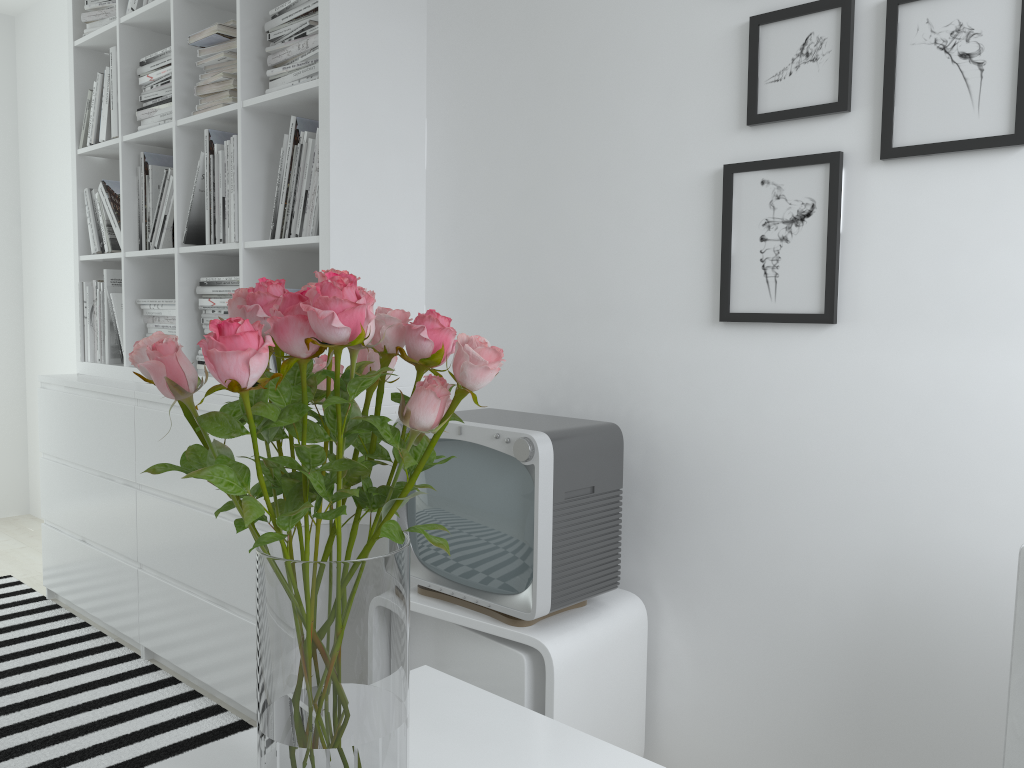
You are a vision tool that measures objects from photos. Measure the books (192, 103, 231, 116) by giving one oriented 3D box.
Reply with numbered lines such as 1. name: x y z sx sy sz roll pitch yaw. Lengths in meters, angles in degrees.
1. books: -0.779 -0.794 2.654 0.182 0.016 0.288 5 6 43

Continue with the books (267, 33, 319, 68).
1. books: -0.498 -0.868 2.350 0.180 0.028 0.296 -3 6 -42

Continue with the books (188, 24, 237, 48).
1. books: -0.763 -0.998 2.632 0.176 0.025 0.331 5 6 43

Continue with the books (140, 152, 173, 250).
1. books: -1.164 -0.604 2.998 0.025 0.331 0.176 5 6 43

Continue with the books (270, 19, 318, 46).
1. books: -0.517 -0.914 2.355 0.161 0.013 0.256 -3 6 -37

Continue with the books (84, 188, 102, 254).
1. books: -1.432 -0.581 3.199 0.112 0.235 0.172 5 6 43

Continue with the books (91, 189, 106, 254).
1. books: -1.407 -0.577 3.179 0.104 0.232 0.152 5 6 43

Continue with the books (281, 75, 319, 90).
1. books: -0.506 -0.765 2.348 0.182 0.016 0.288 -3 6 -42

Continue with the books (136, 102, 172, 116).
1. books: -1.045 -0.883 2.902 0.308 0.014 0.232 5 6 41

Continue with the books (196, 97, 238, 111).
1. books: -0.763 -0.809 2.646 0.182 0.016 0.288 4 6 38

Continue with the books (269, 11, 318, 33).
1. books: -0.506 -0.943 2.354 0.254 0.013 0.161 5 6 43

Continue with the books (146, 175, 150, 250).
1. books: -1.152 -0.565 2.989 0.013 0.254 0.161 5 6 43

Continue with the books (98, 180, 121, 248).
1. books: -1.306 -0.579 3.087 0.226 0.255 0.176 5 6 43

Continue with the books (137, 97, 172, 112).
1. books: -1.037 -0.896 2.905 0.312 0.012 0.251 5 6 44

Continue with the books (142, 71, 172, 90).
1. books: -1.074 -0.968 2.876 0.161 0.013 0.256 -3 6 -42

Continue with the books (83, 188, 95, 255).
1. books: -1.456 -0.586 3.236 0.093 0.239 0.172 5 6 43

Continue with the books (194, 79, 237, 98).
1. books: -0.766 -0.852 2.643 0.180 0.028 0.296 4 6 33

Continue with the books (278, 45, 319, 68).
1. books: -0.485 -0.848 2.359 0.182 0.016 0.288 -3 6 -37

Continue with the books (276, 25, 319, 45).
1. books: -0.497 -0.900 2.346 0.159 0.012 0.285 -3 6 -42

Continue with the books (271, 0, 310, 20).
1. books: -0.502 -0.979 2.333 0.159 0.012 0.285 -3 6 -37

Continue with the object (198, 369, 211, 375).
1. object: -0.774 -0.035 2.707 0.314 0.014 0.232 5 6 42

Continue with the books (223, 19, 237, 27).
1. books: -0.759 -1.032 2.643 0.161 0.012 0.254 5 6 43

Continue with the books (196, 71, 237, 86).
1. books: -0.757 -0.874 2.628 0.288 0.016 0.182 -3 6 -42

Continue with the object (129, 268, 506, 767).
1. object: -0.216 0.176 0.969 0.350 0.599 0.327 -2 5 -27

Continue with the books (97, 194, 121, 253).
1. books: -1.359 -0.562 3.132 0.118 0.213 0.161 5 6 43

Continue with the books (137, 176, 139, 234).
1. books: -1.193 -0.570 3.019 0.012 0.254 0.161 5 6 43

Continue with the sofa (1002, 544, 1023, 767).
1. sofa: 0.154 0.687 0.049 0.917 0.768 2.647 5 6 43

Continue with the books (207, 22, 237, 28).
1. books: -0.772 -1.018 2.635 0.285 0.012 0.159 -3 6 -42

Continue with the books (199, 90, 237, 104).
1. books: -0.765 -0.828 2.649 0.174 0.021 0.273 5 6 43

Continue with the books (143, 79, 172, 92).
1. books: -1.053 -0.955 2.868 0.285 0.012 0.159 5 6 43

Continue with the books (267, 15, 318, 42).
1. books: -0.506 -0.929 2.358 0.263 0.017 0.167 5 6 43

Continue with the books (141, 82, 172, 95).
1. books: -1.065 -0.943 2.872 0.254 0.012 0.161 5 6 43

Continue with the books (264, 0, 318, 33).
1. books: -0.497 -0.961 2.343 0.176 0.025 0.331 -3 6 -42

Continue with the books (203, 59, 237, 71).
1. books: -0.764 -0.923 2.649 0.161 0.012 0.254 4 6 33

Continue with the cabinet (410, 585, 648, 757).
1. cabinet: -0.005 0.680 1.899 0.467 0.477 0.350 4 6 37

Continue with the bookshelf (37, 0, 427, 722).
1. bookshelf: -0.963 -0.375 2.754 1.595 2.416 0.440 5 6 43

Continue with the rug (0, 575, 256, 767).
1. rug: -1.039 0.949 1.362 4.362 0.004 1.846 5 6 43

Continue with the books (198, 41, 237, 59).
1. books: -0.766 -0.963 2.641 0.174 0.021 0.273 4 6 33

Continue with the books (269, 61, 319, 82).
1. books: -0.508 -0.819 2.364 0.254 0.013 0.161 5 6 43

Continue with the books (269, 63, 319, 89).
1. books: -0.502 -0.800 2.358 0.174 0.021 0.273 -3 6 -42

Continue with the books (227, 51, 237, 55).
1. books: -0.758 -0.948 2.656 0.256 0.013 0.161 -3 6 -42

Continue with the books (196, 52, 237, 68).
1. books: -0.767 -0.934 2.636 0.159 0.012 0.285 5 6 43

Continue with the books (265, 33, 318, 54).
1. books: -0.509 -0.889 2.351 0.254 0.012 0.161 4 6 38

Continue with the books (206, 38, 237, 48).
1. books: -0.755 -0.981 2.643 0.161 0.013 0.254 4 6 38

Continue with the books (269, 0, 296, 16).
1. books: -0.510 -0.994 2.346 0.161 0.012 0.254 -3 6 -42

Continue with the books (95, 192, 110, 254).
1. books: -1.383 -0.568 3.162 0.101 0.218 0.161 5 6 43

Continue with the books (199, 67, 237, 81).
1. books: -0.749 -0.890 2.635 0.182 0.016 0.288 4 6 33

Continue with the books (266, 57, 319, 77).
1. books: -0.491 -0.833 2.369 0.288 0.016 0.182 4 6 38

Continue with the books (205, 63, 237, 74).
1. books: -0.753 -0.908 2.649 0.167 0.017 0.263 4 6 38

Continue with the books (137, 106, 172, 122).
1. books: -1.042 -0.869 2.899 0.314 0.014 0.232 5 6 42

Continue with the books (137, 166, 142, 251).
1. books: -1.186 -0.582 3.006 0.012 0.285 0.159 5 6 43

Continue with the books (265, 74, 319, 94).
1. books: -0.498 -0.782 2.361 0.288 0.016 0.182 5 6 43
